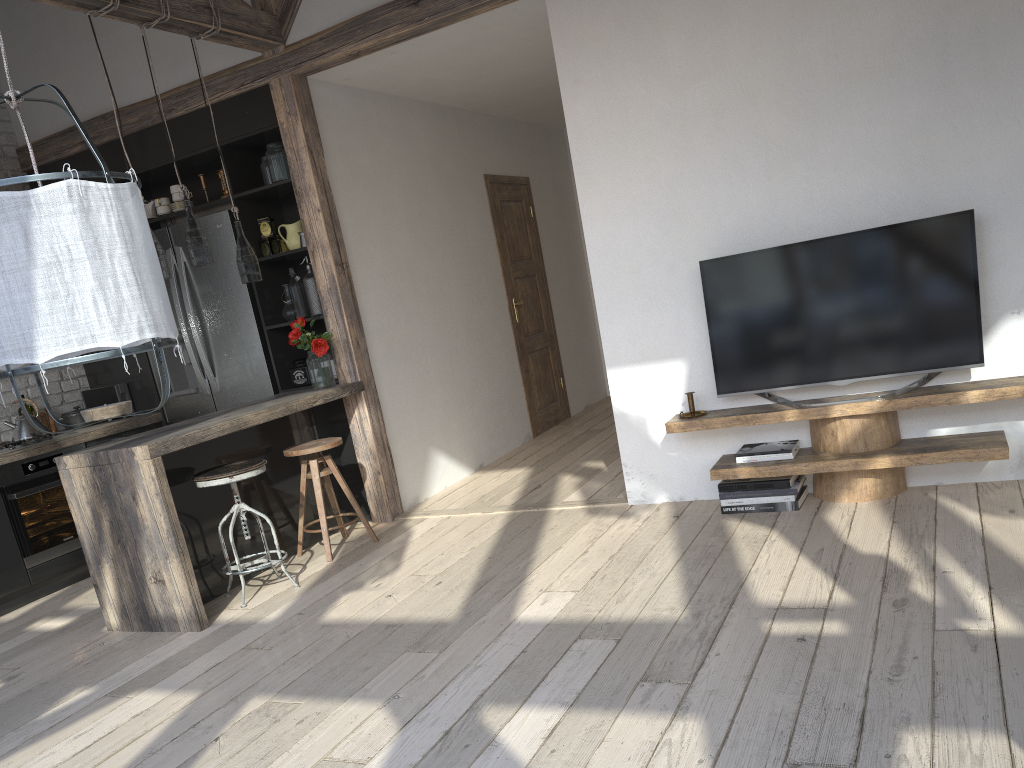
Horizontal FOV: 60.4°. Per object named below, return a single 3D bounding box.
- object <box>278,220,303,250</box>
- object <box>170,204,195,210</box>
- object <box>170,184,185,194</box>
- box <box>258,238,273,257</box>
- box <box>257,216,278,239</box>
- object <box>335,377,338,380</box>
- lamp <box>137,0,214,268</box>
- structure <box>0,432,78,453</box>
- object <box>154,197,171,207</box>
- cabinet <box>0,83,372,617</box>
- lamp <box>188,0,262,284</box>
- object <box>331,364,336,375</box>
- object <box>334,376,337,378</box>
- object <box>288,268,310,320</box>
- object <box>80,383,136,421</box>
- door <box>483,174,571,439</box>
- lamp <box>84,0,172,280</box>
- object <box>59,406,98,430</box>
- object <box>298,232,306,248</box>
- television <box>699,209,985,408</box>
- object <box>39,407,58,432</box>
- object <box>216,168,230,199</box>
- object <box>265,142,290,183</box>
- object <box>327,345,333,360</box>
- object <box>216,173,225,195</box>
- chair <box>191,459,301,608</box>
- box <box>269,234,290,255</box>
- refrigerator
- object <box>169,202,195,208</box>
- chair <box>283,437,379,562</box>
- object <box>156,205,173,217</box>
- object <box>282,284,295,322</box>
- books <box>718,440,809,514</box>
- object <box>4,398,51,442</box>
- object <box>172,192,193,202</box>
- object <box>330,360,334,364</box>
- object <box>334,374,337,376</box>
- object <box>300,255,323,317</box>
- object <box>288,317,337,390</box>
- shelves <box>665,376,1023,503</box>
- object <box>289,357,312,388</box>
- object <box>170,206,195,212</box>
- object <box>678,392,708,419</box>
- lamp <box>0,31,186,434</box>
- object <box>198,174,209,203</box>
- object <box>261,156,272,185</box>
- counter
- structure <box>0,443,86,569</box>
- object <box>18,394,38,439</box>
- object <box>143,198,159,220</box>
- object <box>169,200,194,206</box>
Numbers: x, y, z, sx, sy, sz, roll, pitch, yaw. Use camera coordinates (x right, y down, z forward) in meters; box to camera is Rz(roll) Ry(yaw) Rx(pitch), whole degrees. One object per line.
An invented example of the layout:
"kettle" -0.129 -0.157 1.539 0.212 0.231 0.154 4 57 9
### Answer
"object" -1.265 -0.864 5.145 0.150 0.174 0.132 -9 10 13
"object" -1.997 -1.066 5.341 0.147 0.027 0.147 -13 7 -21
"object" -2.008 -1.165 5.315 0.106 0.069 0.092 -9 9 13
"box" -1.446 -0.809 5.239 0.083 0.116 0.080 -6 12 27
"box" -1.442 -0.921 5.188 0.083 0.116 0.080 -10 11 7
"object" -1.051 -0.038 5.323 0.213 0.025 0.212 -13 6 -15
"lamp" -1.560 -1.186 4.082 0.240 1.267 0.105 -1 16 38
"structure" -2.963 0.364 5.159 0.499 0.032 0.590 -8 7 27
"object" -2.139 -1.103 5.398 0.092 0.069 0.105 -17 10 -35
"cabinet" -2.702 0.029 4.052 2.103 2.564 4.106 -6 9 27
"lamp" -1.412 -1.191 4.360 0.226 1.374 0.106 -4 14 28
"object" -1.061 -0.086 5.312 0.163 0.087 0.158 -5 10 40
"object" -1.053 -0.046 5.321 0.214 0.025 0.211 -12 6 -5
"object" -1.271 -0.533 5.201 0.086 0.309 0.083 -7 13 18
"object" -2.709 0.131 5.898 0.353 0.232 0.085 -7 12 27
"door" 0.153 -0.645 7.246 0.082 2.120 0.817 -4 13 27
"lamp" -1.670 -1.111 3.834 0.226 1.319 0.105 -4 14 28
"object" -2.830 0.215 5.753 0.210 0.144 0.241 -7 9 26
"object" -1.180 -0.831 5.049 0.094 0.098 0.072 -6 11 27
"television" 1.404 -0.279 3.812 1.108 0.723 0.201 -7 13 27
"object" -2.993 0.234 5.671 0.039 0.188 0.078 0 15 39
"object" -1.672 -1.171 5.129 0.096 0.176 0.093 -11 11 1
"object" -1.312 -1.240 4.950 0.125 0.211 0.121 -4 13 31
"object" -1.118 -0.138 5.477 0.125 0.211 0.121 -8 11 13
"object" -1.713 -1.174 5.225 0.061 0.177 0.061 -19 14 -33
"chair" -1.281 0.705 4.234 0.348 0.651 0.351 -17 13 -29
"box" -1.369 -0.819 5.196 0.083 0.116 0.080 -3 13 36
"refrigerator" -1.740 -0.068 5.827 0.947 1.967 0.827 -5 13 27
"object" -1.999 -1.077 5.339 0.147 0.027 0.147 -13 7 -21
"chair" -1.009 0.614 4.765 0.333 0.609 0.340 -21 15 -42
"object" -2.128 -1.058 5.414 0.105 0.069 0.092 -12 9 -10
"object" -1.342 -0.492 5.338 0.132 0.225 0.129 -2 14 38
"books" 1.165 0.434 4.100 0.362 0.271 0.283 -7 10 27
"object" -2.886 0.203 5.223 0.223 0.241 0.216 -8 10 17
"object" -2.002 -1.121 5.330 0.094 0.069 0.103 -5 10 37
"object" -1.064 -0.104 5.308 0.163 0.087 0.158 -5 10 40
"object" -1.054 -0.054 5.319 0.213 0.025 0.211 -12 6 -10
"object" -1.155 -0.571 5.115 0.107 0.358 0.108 -18 14 -32
"object" -1.120 -0.180 5.001 0.247 0.425 0.309 -17 12 -29
"shelves" 1.503 0.296 3.897 1.611 0.461 0.322 -8 11 27
"object" -1.267 -0.075 5.366 0.135 0.169 0.130 -8 11 17
"object" -1.995 -1.054 5.344 0.146 0.023 0.148 -16 8 -36
"object" 0.854 0.098 4.189 0.140 0.115 0.136 -9 9 10
"lamp" -1.093 -0.846 1.797 0.396 1.940 0.401 -16 13 -21
"object" -1.813 -1.149 5.200 0.059 0.171 0.057 -8 12 12
"object" -1.381 -1.224 5.087 0.124 0.176 0.125 -15 11 -23
"counter" -2.571 0.869 4.029 2.253 0.872 3.715 -7 7 27
"structure" -2.876 0.728 5.233 0.587 0.603 0.572 -6 11 27
"object" -3.036 0.204 5.547 0.082 0.289 0.087 -6 13 22
"object" -2.318 -1.090 5.538 0.184 0.178 0.206 -15 10 -22
"object" -2.001 -1.088 5.336 0.147 0.027 0.147 -13 7 -21
